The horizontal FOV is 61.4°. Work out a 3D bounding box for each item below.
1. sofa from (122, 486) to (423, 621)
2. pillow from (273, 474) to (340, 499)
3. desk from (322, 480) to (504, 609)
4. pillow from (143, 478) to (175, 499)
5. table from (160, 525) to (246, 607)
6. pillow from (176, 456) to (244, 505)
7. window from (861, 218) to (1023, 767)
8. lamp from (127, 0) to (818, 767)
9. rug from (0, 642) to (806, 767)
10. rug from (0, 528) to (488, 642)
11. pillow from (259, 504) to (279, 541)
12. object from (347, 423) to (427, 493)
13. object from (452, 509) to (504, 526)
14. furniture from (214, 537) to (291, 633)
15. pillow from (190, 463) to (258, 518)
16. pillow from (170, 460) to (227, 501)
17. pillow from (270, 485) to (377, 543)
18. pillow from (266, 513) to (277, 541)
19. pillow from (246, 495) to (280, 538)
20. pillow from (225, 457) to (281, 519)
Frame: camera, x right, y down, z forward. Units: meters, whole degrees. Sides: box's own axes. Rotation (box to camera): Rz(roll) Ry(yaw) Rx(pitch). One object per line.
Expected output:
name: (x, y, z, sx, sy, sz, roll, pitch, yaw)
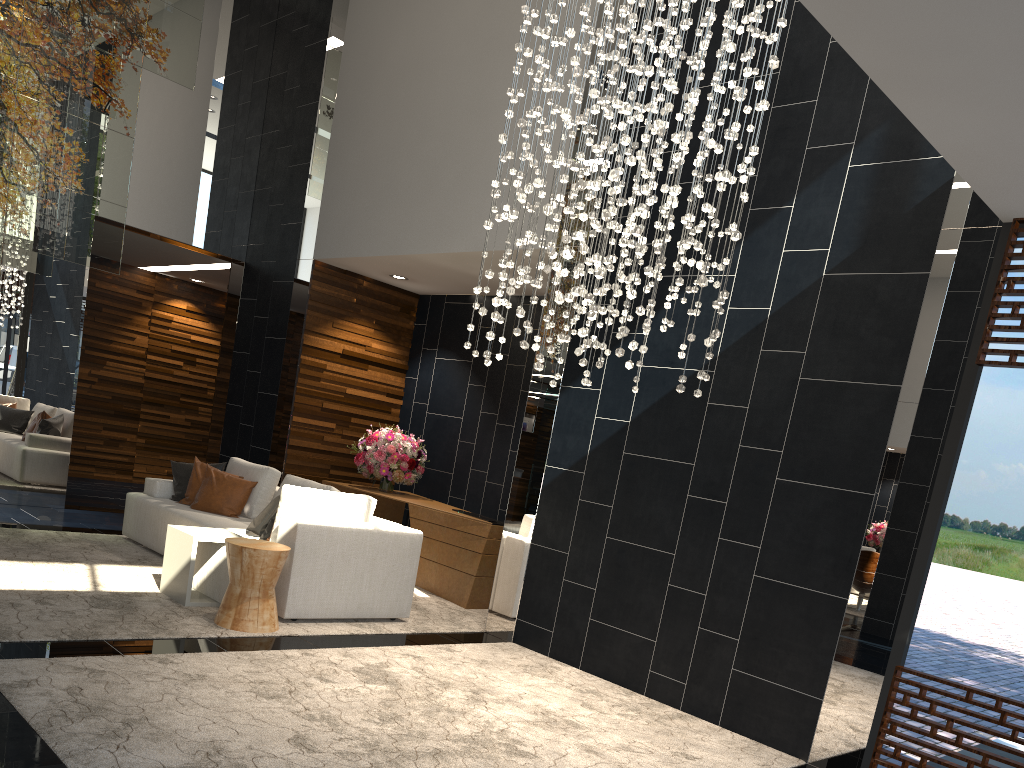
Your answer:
sofa: (-2.105, 1.170, 6.749, 2.771, 0.694, 1.312, 7, -4, 45)
pillow: (-1.641, 0.956, 6.712, 0.294, 0.444, 0.698, 6, 3, -44)
desk: (-0.835, 1.501, 8.176, 2.181, 0.762, 1.006, 8, -2, 45)
pillow: (-2.889, 0.931, 7.568, 0.233, 0.153, 0.634, 10, -3, 40)
table: (-2.048, 1.217, 5.761, 0.405, 0.475, 0.388, 7, 5, -45)
pillow: (-2.518, 0.846, 7.221, 0.545, 0.440, 0.239, 11, 6, 10)
window: (1.010, -1.402, 1.027, 6.235, 6.130, 2.275, 9, 6, -44)
lamp: (2.787, -46.913, 0.246, 404.283, 116.049, 390.219, 12, -4, -19)
rug: (-0.398, 1.648, 4.267, 2.271, 0.006, 3.476, 6, -6, 45)
rug: (-2.476, 1.429, 6.406, 3.124, 0.006, 6.005, 6, -6, 45)
pillow: (-1.599, 0.977, 6.223, 0.253, 0.420, 0.553, 12, 1, 14)
object: (-1.190, 0.731, 8.488, 0.643, 0.689, 0.698, 12, 3, 36)
object: (-0.259, 1.176, 7.573, 0.245, 0.027, 0.691, 14, -5, -34)
furniture: (-1.601, 1.238, 5.317, 0.395, 0.531, 0.382, 10, 4, -10)
pillow: (-2.375, 0.885, 7.063, 0.514, 0.422, 0.266, 11, 5, 15)
pillow: (-2.684, 0.828, 7.354, 0.553, 0.424, 0.250, 11, 5, 2)
pillow: (-1.300, 0.956, 5.965, 0.724, 0.466, 0.211, 11, 4, -43)
pillow: (-1.489, 0.970, 6.055, 0.260, 0.420, 0.527, 15, 3, 41)
pillow: (-1.731, 0.964, 6.342, 0.298, 0.370, 0.500, 11, 0, 5)
pillow: (-2.258, 0.883, 7.329, 0.699, 0.460, 0.250, 10, 4, 45)
